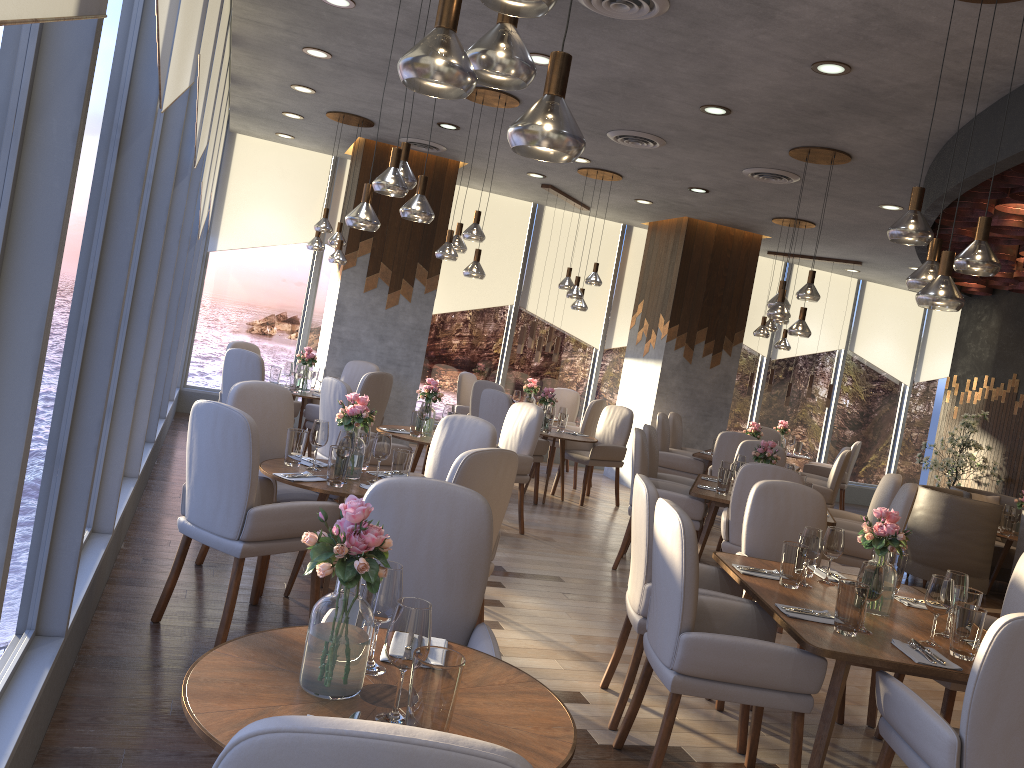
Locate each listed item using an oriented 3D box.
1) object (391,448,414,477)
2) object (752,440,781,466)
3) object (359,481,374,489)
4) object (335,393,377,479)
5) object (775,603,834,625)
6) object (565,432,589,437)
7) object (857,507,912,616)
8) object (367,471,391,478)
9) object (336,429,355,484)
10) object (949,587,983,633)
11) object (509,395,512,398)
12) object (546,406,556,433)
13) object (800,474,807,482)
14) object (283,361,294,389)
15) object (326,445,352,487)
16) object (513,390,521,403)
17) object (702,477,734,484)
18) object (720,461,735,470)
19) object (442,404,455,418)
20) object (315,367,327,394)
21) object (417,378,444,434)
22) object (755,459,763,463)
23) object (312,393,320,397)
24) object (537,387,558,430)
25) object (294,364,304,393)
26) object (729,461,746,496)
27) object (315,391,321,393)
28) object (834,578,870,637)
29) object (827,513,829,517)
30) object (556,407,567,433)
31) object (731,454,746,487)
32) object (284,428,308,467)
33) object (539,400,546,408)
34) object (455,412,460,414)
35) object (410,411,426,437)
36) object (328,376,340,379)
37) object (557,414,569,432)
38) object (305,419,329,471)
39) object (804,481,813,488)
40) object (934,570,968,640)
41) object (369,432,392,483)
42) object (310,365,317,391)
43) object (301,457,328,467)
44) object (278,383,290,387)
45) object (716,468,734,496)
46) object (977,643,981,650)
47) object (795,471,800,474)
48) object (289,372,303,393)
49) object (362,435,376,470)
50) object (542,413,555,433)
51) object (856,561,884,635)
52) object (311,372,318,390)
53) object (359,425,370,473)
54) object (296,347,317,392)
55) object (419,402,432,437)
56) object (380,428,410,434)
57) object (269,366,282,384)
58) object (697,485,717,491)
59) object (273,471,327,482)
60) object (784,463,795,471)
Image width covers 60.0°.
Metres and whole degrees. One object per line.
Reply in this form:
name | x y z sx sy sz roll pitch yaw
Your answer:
object | -0.541 0.413 4.319 0.102 0.178 0.102 11 2 32
object | 1.844 0.616 6.505 0.210 0.415 0.197 11 1 29
object | -0.609 0.489 4.163 0.256 0.019 0.157 12 3 36
object | -0.782 0.248 4.343 0.209 0.415 0.198 10 1 -21
object | 1.105 0.841 3.241 0.255 0.019 0.157 10 3 -2
object | 0.626 0.488 8.726 0.254 0.019 0.158 8 4 -43
object | 1.454 0.693 3.507 0.210 0.415 0.198 10 1 -6
object | -0.640 0.464 4.566 0.158 0.019 0.254 13 4 40
object | -0.794 0.341 4.174 0.092 0.244 0.092 9 1 -35
object | 1.709 0.863 3.352 0.102 0.178 0.102 11 1 15
object | -0.065 0.210 10.178 0.102 0.178 0.102 11 1 20
object | 0.363 0.338 8.472 0.092 0.244 0.092 10 1 -25
object | 2.208 0.782 6.834 0.102 0.178 0.102 10 1 -18
object | -2.056 -0.082 8.133 0.092 0.244 0.092 10 1 -16
object | -0.799 0.379 4.065 0.102 0.178 0.102 11 1 12
object | 0.046 0.196 10.201 0.092 0.244 0.092 9 2 -41
object | 1.604 0.751 6.901 0.255 0.019 0.157 11 3 15
object | 1.626 0.682 6.733 0.102 0.178 0.102 11 2 31
object | -0.485 0.274 6.657 0.092 0.244 0.092 11 1 36
object | -1.749 -0.026 8.120 0.092 0.244 0.092 9 1 -37
object | -0.625 0.163 6.653 0.211 0.415 0.197 12 2 44
object | 1.906 0.693 6.858 0.092 0.244 0.092 11 1 37
object | -1.693 0.106 7.976 0.255 0.019 0.157 12 3 28
object | 0.326 0.237 8.644 0.210 0.415 0.197 11 1 29
object | -1.923 -0.050 7.971 0.092 0.244 0.092 9 1 -38
object | 1.584 0.666 6.221 0.092 0.244 0.092 10 1 -5
object | -1.753 0.076 8.350 0.158 0.019 0.254 12 3 31
object | 1.174 0.780 3.083 0.102 0.178 0.102 10 1 4
object | 2.056 0.871 6.113 0.255 0.019 0.157 11 3 16
object | 0.485 0.349 8.699 0.092 0.244 0.092 11 1 27
object | 1.732 0.666 6.774 0.092 0.244 0.092 11 1 34
object | -1.071 0.314 4.373 0.102 0.178 0.102 10 2 -24
object | 0.344 0.251 10.185 0.092 0.244 0.092 11 1 31
object | -0.455 0.308 6.761 0.102 0.178 0.102 10 1 2
object | -0.679 0.288 6.349 0.102 0.178 0.102 11 1 21
object | -1.649 0.025 8.138 0.102 0.178 0.102 12 2 44
object | 0.499 0.380 8.807 0.102 0.178 0.102 10 2 -27
object | -0.958 0.302 4.366 0.092 0.244 0.092 11 1 37
object | 2.066 0.784 6.278 0.102 0.178 0.102 11 2 32
object | 1.629 0.819 3.284 0.092 0.244 0.092 11 2 41
object | -0.643 0.361 4.318 0.092 0.244 0.092 11 1 16
object | -1.882 -0.058 8.280 0.092 0.244 0.092 10 1 12
object | -1.022 0.397 4.527 0.256 0.019 0.157 13 4 40
object | -2.156 0.007 8.279 0.255 0.019 0.157 12 3 26
object | 1.479 0.683 6.180 0.102 0.178 0.102 11 2 31
object | 1.746 0.959 3.195 0.255 0.019 0.157 10 3 -1
object | 1.972 0.735 6.239 0.092 0.244 0.092 10 1 -27
object | -1.922 -0.011 7.862 0.102 0.178 0.102 10 1 -1
object | -0.777 0.355 4.629 0.102 0.178 0.102 10 1 -14
object | 0.340 0.373 8.365 0.102 0.178 0.102 9 2 -38
object | 1.264 0.759 3.152 0.092 0.244 0.092 10 1 -28
object | -1.898 -0.033 8.389 0.102 0.178 0.102 10 1 8
object | -0.778 0.327 4.520 0.092 0.244 0.092 10 1 -25
object | -1.894 -0.139 8.121 0.198 0.415 0.210 11 1 19
object | -0.640 0.256 6.452 0.092 0.244 0.092 10 1 -33
object | -0.823 0.338 6.451 0.254 0.019 0.158 8 3 -35
object | -2.168 -0.068 8.114 0.102 0.178 0.102 10 1 -8
object | 1.457 0.751 6.347 0.255 0.019 0.157 11 3 15
object | -0.968 0.426 4.120 0.158 0.019 0.254 12 3 36
object | 2.113 0.734 6.795 0.092 0.244 0.092 10 1 -32
